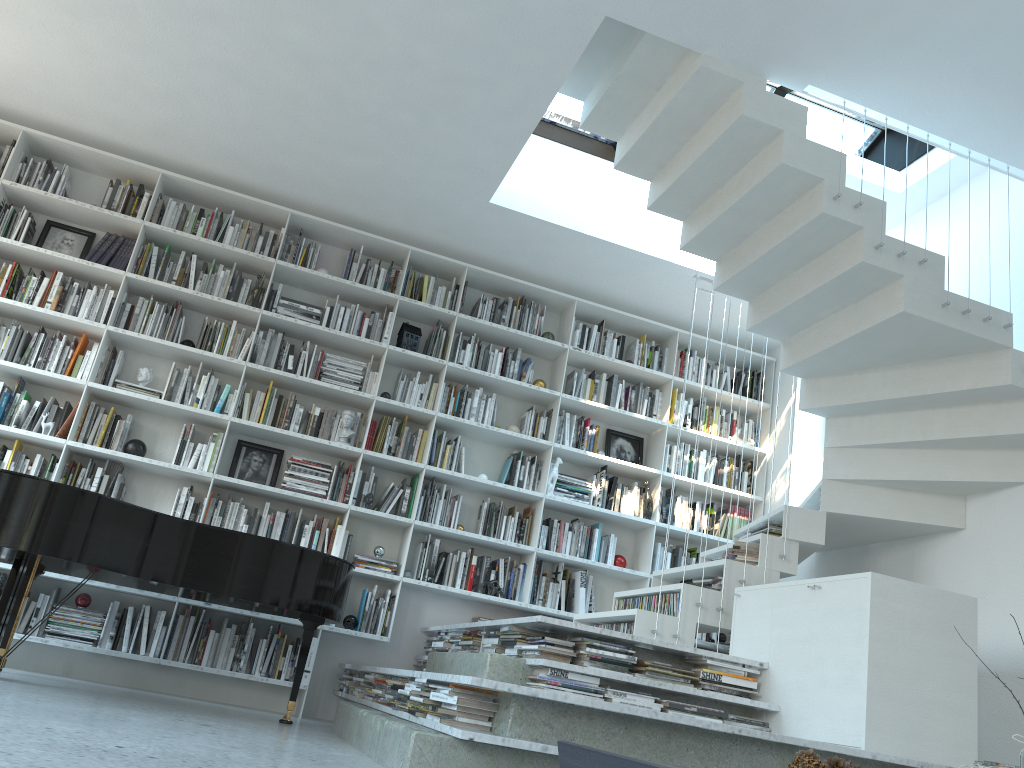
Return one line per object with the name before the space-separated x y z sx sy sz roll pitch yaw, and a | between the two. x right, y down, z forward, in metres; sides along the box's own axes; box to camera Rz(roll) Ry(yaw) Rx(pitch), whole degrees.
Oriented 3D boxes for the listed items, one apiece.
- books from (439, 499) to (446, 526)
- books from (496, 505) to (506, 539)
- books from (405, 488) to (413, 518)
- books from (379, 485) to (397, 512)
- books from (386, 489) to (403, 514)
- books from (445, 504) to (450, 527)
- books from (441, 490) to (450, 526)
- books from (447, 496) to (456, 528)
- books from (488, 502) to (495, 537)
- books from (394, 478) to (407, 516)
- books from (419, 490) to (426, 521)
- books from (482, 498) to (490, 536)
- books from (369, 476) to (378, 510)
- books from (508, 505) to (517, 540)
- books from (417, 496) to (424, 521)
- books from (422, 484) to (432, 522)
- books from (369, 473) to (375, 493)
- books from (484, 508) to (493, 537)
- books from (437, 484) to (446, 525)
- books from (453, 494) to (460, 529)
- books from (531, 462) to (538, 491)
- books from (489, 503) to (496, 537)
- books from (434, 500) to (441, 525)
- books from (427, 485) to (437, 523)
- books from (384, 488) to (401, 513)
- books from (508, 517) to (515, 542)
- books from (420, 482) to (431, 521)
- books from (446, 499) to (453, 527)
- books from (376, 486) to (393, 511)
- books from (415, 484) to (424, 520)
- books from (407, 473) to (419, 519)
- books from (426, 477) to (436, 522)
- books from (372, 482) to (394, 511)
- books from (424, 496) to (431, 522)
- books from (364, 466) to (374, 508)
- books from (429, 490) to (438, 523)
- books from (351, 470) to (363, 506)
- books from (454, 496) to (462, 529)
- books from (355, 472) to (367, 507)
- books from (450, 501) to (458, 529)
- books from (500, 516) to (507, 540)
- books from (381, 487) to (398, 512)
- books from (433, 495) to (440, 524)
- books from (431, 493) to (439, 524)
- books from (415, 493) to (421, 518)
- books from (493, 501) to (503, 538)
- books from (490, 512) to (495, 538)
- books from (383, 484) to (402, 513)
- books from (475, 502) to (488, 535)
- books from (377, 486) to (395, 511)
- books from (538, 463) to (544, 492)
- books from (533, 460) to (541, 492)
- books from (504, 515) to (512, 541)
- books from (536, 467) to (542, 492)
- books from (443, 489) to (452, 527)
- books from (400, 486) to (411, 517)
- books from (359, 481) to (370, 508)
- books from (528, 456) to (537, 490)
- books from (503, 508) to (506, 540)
books | -0.489 0.883 5.940 0.013 0.202 0.167 15 -20 -14
books | -0.098 0.960 6.028 0.018 0.250 0.184 15 -20 -14
books | -0.702 0.809 5.878 0.021 0.225 0.148 15 -20 -14
books | -0.838 0.779 5.854 0.095 0.225 0.144 15 -20 -14
books | -0.797 0.798 5.854 0.091 0.204 0.169 15 -20 -14
books | -0.453 0.906 5.949 0.013 0.178 0.141 15 -20 -14
books | -0.468 0.853 5.943 0.012 0.266 0.183 15 -20 -14
books | -0.425 0.882 5.956 0.015 0.237 0.177 15 -20 -14
books | -0.168 0.942 6.032 0.015 0.261 0.150 15 -20 -14
books | -0.743 0.772 5.885 0.013 0.284 0.139 15 -20 -14
books | -0.617 0.833 5.919 0.011 0.238 0.137 15 -20 -14
books | -0.199 0.925 6.041 0.016 0.288 0.132 15 -20 -14
books | -0.929 0.741 5.835 0.035 0.247 0.141 15 -20 -14
books | -0.016 0.974 6.062 0.006 0.273 0.173 15 -20 -14
books | -0.631 0.851 5.899 0.015 0.187 0.168 15 -20 -14
books | -0.583 0.816 5.918 0.006 0.280 0.155 15 -20 -14
books | -0.950 0.726 5.832 0.012 0.265 0.158 15 -20 -14
books | -0.182 0.956 6.007 0.016 0.215 0.178 15 -20 -14
books | -0.494 0.830 5.935 0.014 0.296 0.175 15 -20 -14
books | -0.396 0.879 5.969 0.014 0.260 0.142 15 -20 -14
books | 0.132 0.676 6.210 0.013 0.244 0.159 15 -20 -14
books | -0.157 0.947 6.033 0.008 0.258 0.159 15 -20 -14
books | -0.516 0.878 5.915 0.013 0.185 0.184 15 -20 -14
books | -0.551 0.821 5.920 0.005 0.282 0.159 15 -20 -14
books | -0.811 0.793 5.863 0.090 0.214 0.139 15 -20 -14
books | -0.034 1.012 6.041 0.019 0.182 0.191 15 -20 -14
books | -0.594 0.807 5.919 0.018 0.294 0.178 15 -20 -14
books | -0.440 0.889 5.960 0.008 0.222 0.134 15 -20 -14
books | -0.859 0.773 5.842 0.088 0.219 0.139 15 -20 -14
books | -0.632 0.808 5.900 0.010 0.265 0.158 15 -20 -14
books | -0.676 0.767 5.896 0.014 0.323 0.183 15 -20 -14
books | -0.566 0.797 5.948 0.007 0.340 0.150 15 -20 -14
books | -0.861 0.762 5.823 0.095 0.227 0.190 15 -20 -14
books | -0.584 0.856 5.915 0.013 0.203 0.154 15 -20 -14
books | -0.955 0.702 5.827 0.013 0.305 0.141 15 -20 -14
books | -0.546 0.840 5.919 0.013 0.248 0.165 15 -20 -14
books | -1.030 0.705 5.810 0.024 0.262 0.154 15 -20 -14
books | -0.385 0.887 5.971 0.013 0.250 0.173 15 -20 -14
books | -1.006 0.716 5.811 0.028 0.252 0.143 15 -20 -14
books | -0.413 0.899 5.952 0.014 0.206 0.181 15 -20 -14
books | -0.087 0.996 6.021 0.018 0.181 0.182 15 -20 -14
books | -0.828 0.787 5.850 0.090 0.211 0.143 15 -20 -14
books | -0.527 0.861 5.921 0.013 0.217 0.161 15 -20 -14
books | -0.534 0.851 5.908 0.011 0.225 0.188 15 -20 -14
books | -0.647 0.826 5.897 0.012 0.225 0.147 15 -20 -14
books | -0.115 0.948 6.054 0.007 0.284 0.160 15 -20 -14
books | -0.149 0.980 6.048 0.031 0.208 0.122 15 -20 -14
books | -0.810 0.777 5.857 0.094 0.237 0.150 15 -20 -14
books | -0.214 0.935 6.019 0.019 0.251 0.130 15 -20 -14
books | -0.848 0.776 5.829 0.089 0.209 0.176 15 -20 -14
books | 0.179 0.685 6.211 0.010 0.244 0.159 15 -20 -14
books | 0.150 0.671 6.198 0.011 0.251 0.169 15 -20 -14
books | -0.050 1.004 6.043 0.015 0.194 0.176 15 -20 -14
books | 0.157 0.698 6.210 0.023 0.211 0.165 15 -20 -14
books | -0.453 0.855 5.965 0.006 0.284 0.160 15 -20 -14
books | -0.722 0.801 5.861 0.029 0.222 0.171 15 -20 -14
books | -0.979 0.745 5.790 0.027 0.191 0.183 15 -20 -14
books | 0.118 0.650 6.189 0.012 0.272 0.184 15 -20 -14
books | -0.073 0.980 6.063 0.030 0.243 0.136 15 -20 -14
